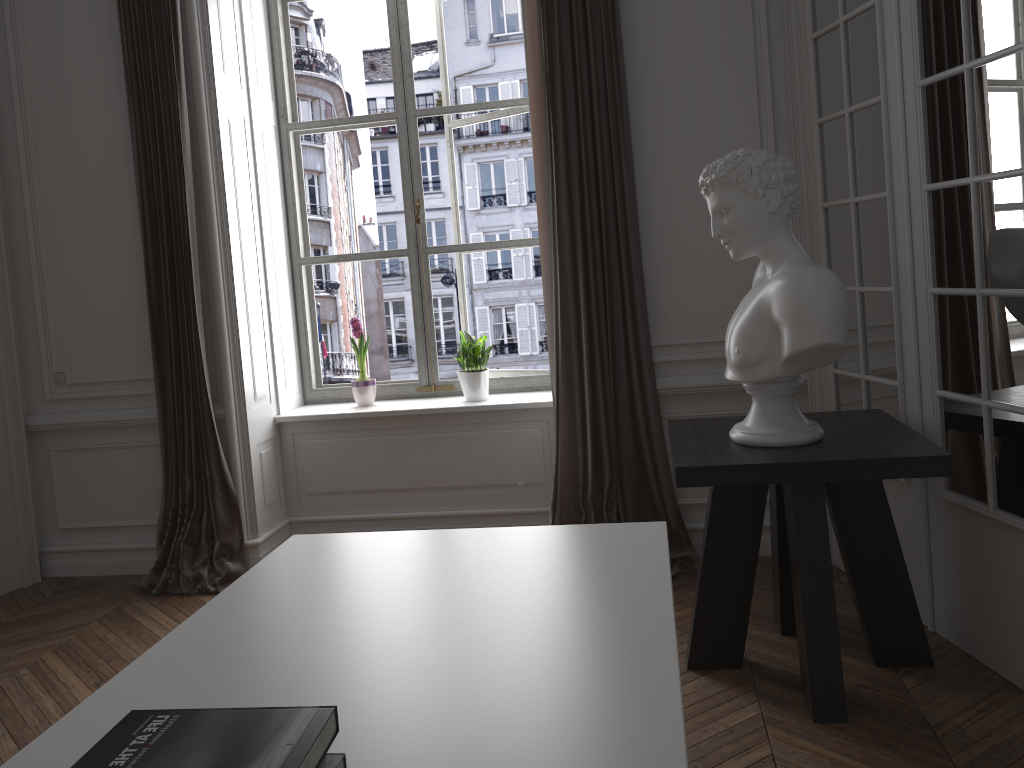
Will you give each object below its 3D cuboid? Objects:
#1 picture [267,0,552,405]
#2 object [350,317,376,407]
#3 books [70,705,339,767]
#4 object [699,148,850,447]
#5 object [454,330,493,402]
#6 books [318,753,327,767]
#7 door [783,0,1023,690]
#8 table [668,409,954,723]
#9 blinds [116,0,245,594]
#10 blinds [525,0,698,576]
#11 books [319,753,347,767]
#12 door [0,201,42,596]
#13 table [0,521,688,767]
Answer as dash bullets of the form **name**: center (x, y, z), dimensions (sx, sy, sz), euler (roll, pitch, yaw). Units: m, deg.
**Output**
- **picture**: center (-1.000, -0.892, 1.040), dimensions (13.199, 4.784, 13.322), euler (-4, 7, 1)
- **object**: center (-0.795, -0.121, 4.679), dimensions (0.129, 0.474, 0.129), euler (-6, 4, -31)
- **books**: center (-0.344, 0.417, 0.968), dimensions (0.258, 0.032, 0.192), euler (-4, 7, 7)
- **object**: center (0.812, -0.283, 2.774), dimensions (0.392, 0.920, 0.637), euler (-4, 4, 9)
- **object**: center (-0.193, -0.101, 4.551), dimensions (0.215, 0.367, 0.285), euler (-6, 5, -13)
- **books**: center (-0.351, 0.448, 0.972), dimensions (0.239, 0.028, 0.192), euler (-4, 7, 7)
- **door**: center (1.353, -0.501, 2.970), dimensions (0.086, 2.725, 1.571), euler (-5, 4, -7)
- **table**: center (0.927, 0.535, 2.860), dimensions (0.767, 0.746, 0.773), euler (-4, 5, 9)
- **blinds**: center (-1.615, -0.608, 4.058), dimensions (0.580, 3.090, 0.312), euler (-4, 3, 14)
- **blinds**: center (0.287, -0.719, 3.731), dimensions (0.777, 3.089, 0.344), euler (-4, 3, 3)
- **books**: center (-0.340, 0.473, 0.969), dimensions (0.258, 0.022, 0.213), euler (-3, 7, 9)
- **door**: center (-2.786, -0.251, 3.600), dimensions (0.085, 2.725, 1.575), euler (-3, 4, 24)
- **table**: center (-0.252, 0.896, 0.814), dimensions (0.899, 0.745, 2.641), euler (-4, 7, 9)
